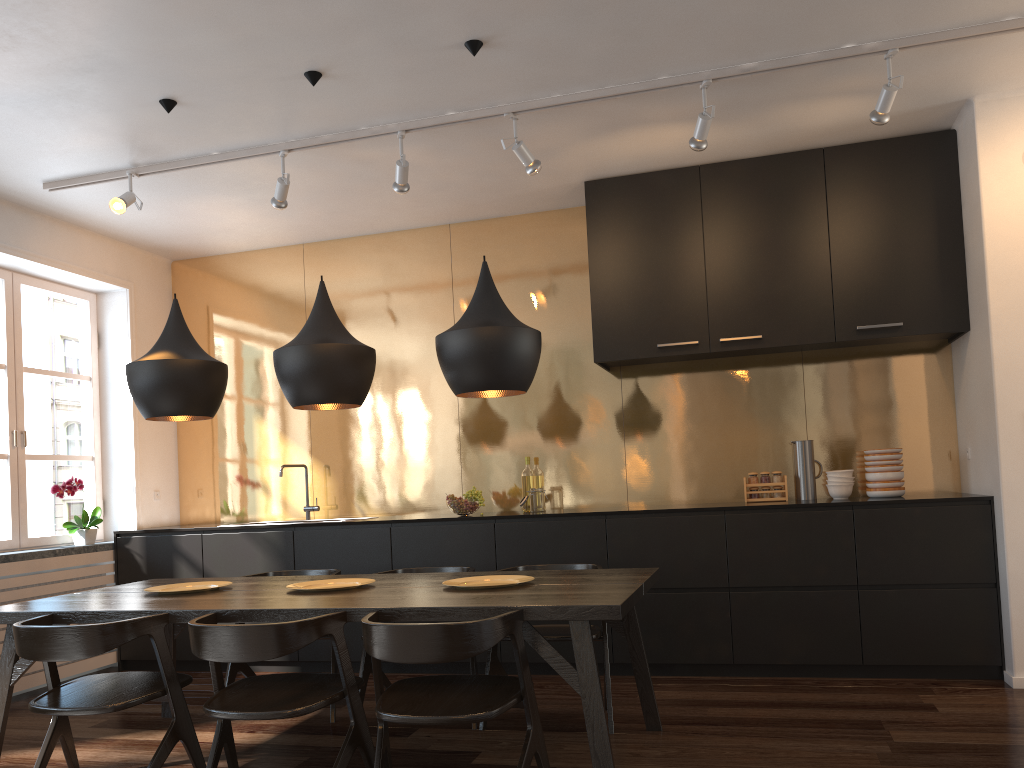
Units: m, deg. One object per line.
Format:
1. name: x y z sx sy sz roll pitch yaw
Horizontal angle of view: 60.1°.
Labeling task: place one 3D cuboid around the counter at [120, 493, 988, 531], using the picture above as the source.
1. counter: -0.004 0.774 5.299 5.067 0.002 0.735 -5 -7 15

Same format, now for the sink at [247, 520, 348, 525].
1. sink: -0.143 0.759 5.295 3.418 0.243 0.484 -4 -6 14

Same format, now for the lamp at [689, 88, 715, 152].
1. lamp: 0.853 -1.171 3.886 0.085 0.239 0.252 -2 -4 -14

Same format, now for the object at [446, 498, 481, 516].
1. object: -0.283 0.734 5.257 0.218 0.096 0.220 0 -6 -27

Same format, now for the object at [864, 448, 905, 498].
1. object: 2.054 0.492 4.877 0.198 0.263 0.198 -2 -4 -10

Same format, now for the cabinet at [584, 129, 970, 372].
1. cabinet: 1.443 -0.699 5.028 1.958 1.046 0.533 -4 -3 15

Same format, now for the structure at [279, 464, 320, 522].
1. structure: -1.392 0.718 5.806 0.110 0.384 0.266 -4 -4 31

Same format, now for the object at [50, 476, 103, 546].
1. object: -2.673 0.782 5.471 0.229 0.435 0.408 -2 -4 -8

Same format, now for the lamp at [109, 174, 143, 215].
1. lamp: -1.970 -0.960 4.513 0.085 0.239 0.252 -3 -4 2

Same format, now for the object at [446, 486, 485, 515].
1. object: -0.278 0.694 5.242 0.239 0.172 0.178 -3 -4 0

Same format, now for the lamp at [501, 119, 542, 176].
1. lamp: 0.673 -0.277 4.596 1.834 1.840 0.089 1 -4 -41

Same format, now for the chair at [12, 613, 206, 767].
1. chair: -1.447 1.155 3.137 0.594 0.668 0.521 -4 -4 14

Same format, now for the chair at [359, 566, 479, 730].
1. chair: -0.409 1.217 4.136 0.594 0.668 0.521 -4 -4 14

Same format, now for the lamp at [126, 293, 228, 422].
1. lamp: -1.437 -0.120 3.797 0.411 0.539 0.412 0 -5 -41

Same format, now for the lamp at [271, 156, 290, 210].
1. lamp: -1.139 -1.012 4.429 0.085 0.238 0.252 -1 -5 -34

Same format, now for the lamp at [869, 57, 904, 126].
1. lamp: 1.577 -1.230 3.686 0.085 0.239 0.252 -2 -4 -9

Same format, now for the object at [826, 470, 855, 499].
1. object: 1.841 0.563 4.958 0.158 0.159 0.154 -7 -6 43

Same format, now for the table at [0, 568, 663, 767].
1. table: -0.710 1.158 3.531 2.503 0.676 1.111 -5 -6 15

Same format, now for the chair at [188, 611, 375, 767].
1. chair: -0.789 1.103 2.959 0.594 0.668 0.521 -4 -4 16

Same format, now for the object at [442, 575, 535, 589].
1. object: -0.090 0.765 3.406 0.356 0.016 0.357 -5 -7 19

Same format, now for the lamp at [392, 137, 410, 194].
1. lamp: -0.521 -1.060 4.266 0.085 0.239 0.252 -2 -4 -19

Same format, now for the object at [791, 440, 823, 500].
1. object: 1.692 0.493 5.060 0.164 0.338 0.114 -4 -3 19

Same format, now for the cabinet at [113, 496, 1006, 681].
1. cabinet: 0.018 1.221 5.282 5.070 0.897 0.735 -5 -4 15

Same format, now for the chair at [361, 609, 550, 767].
1. chair: -0.200 1.055 2.796 0.594 0.668 0.521 -4 -4 14

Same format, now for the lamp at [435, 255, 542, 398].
1. lamp: -0.094 -0.229 3.424 0.410 0.539 0.413 -1 -4 -27

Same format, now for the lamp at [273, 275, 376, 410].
1. lamp: -0.765 -0.174 3.610 0.410 0.539 0.413 -2 -4 -8

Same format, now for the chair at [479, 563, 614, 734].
1. chair: 0.176 1.170 3.974 0.594 0.668 0.521 -4 -4 15

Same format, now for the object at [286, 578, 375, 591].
1. object: -0.733 0.817 3.585 0.355 0.016 0.358 -2 -6 -4

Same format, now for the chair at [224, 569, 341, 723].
1. chair: -1.085 1.275 4.354 0.593 0.668 0.521 -4 -4 12

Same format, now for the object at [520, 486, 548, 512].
1. object: 0.132 0.695 5.336 0.176 0.151 0.088 -2 -3 -7

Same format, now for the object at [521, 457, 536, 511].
1. object: 0.105 0.622 5.512 0.092 0.338 0.092 -2 -3 -18

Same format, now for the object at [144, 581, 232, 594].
1. object: -1.375 0.869 3.764 0.356 0.016 0.357 -5 -7 19
